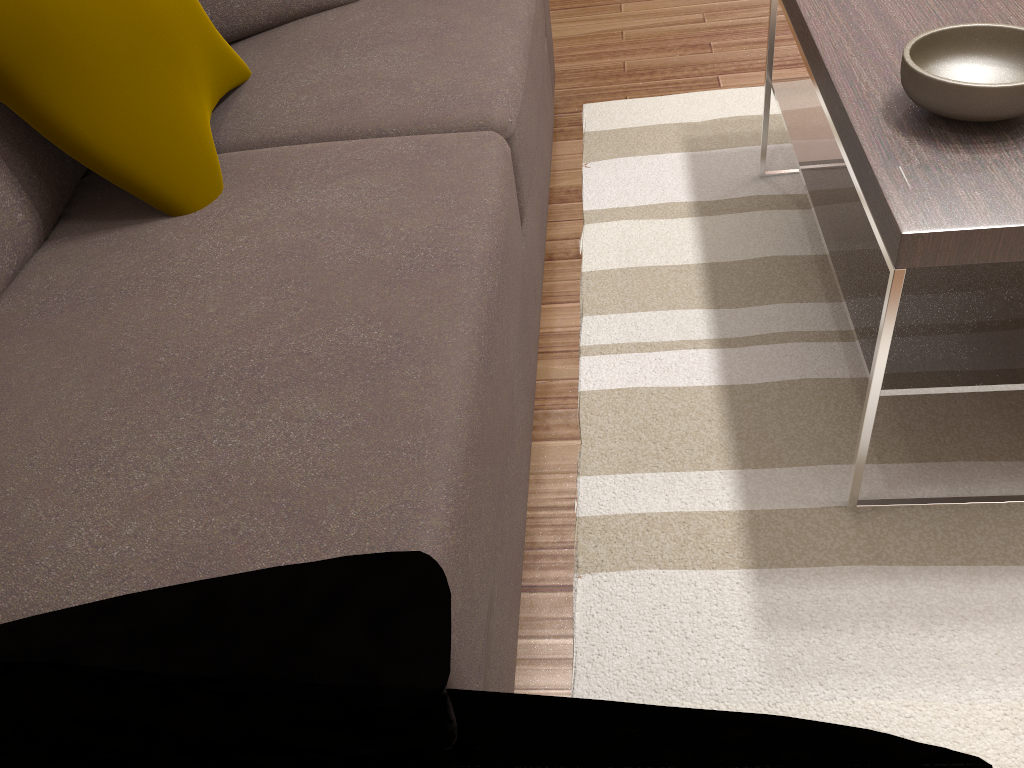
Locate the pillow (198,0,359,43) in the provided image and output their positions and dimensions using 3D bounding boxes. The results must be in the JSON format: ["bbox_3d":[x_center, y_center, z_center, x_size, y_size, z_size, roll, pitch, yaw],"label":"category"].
[{"bbox_3d":[-0.788,-0.984,1.735,0.811,0.635,0.399,-33,47,-23],"label":"pillow"}]

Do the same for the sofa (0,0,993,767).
[{"bbox_3d":[-0.317,0.026,1.326,1.906,0.776,3.565,-3,43,8],"label":"sofa"}]

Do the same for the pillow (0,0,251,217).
[{"bbox_3d":[-0.709,-0.597,1.471,0.382,0.492,0.658,-10,42,0],"label":"pillow"}]

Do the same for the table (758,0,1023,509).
[{"bbox_3d":[0.992,-0.386,1.660,0.856,0.558,1.110,-3,43,8],"label":"table"}]

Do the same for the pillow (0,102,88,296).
[{"bbox_3d":[-0.986,-0.481,1.354,0.459,0.590,0.783,-6,42,4],"label":"pillow"}]

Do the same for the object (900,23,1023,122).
[{"bbox_3d":[0.689,-0.450,1.311,0.219,0.081,0.219,1,43,11],"label":"object"}]

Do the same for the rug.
[{"bbox_3d":[1.032,-0.188,1.853,1.791,0.024,2.122,-3,43,8],"label":"rug"}]
